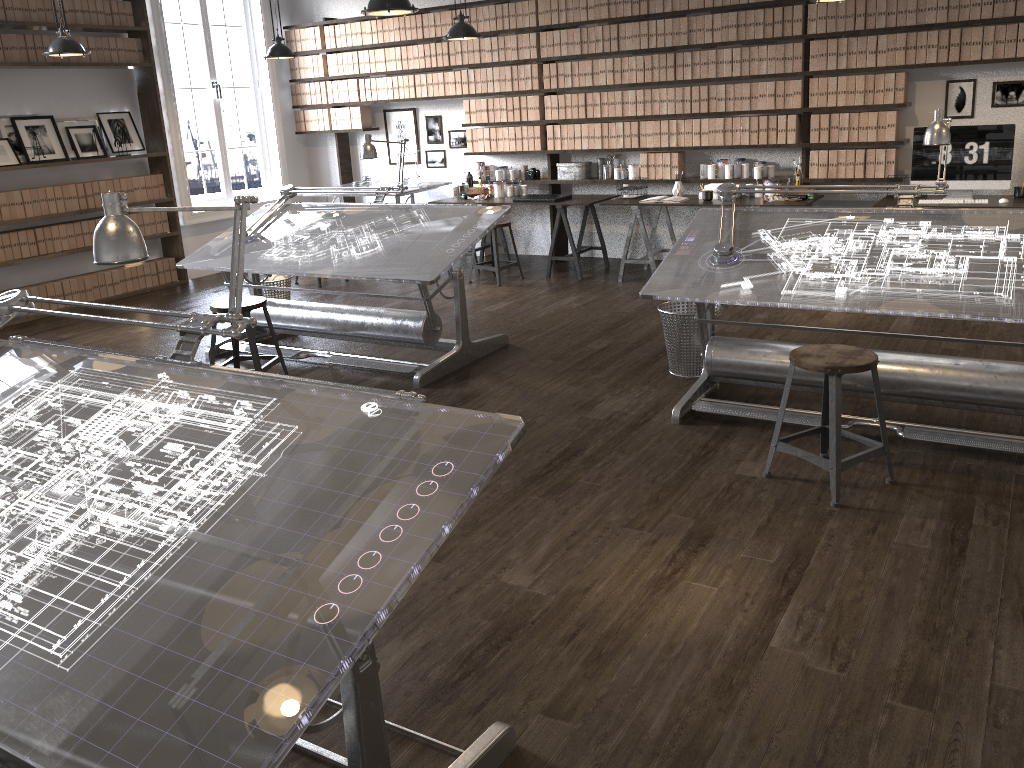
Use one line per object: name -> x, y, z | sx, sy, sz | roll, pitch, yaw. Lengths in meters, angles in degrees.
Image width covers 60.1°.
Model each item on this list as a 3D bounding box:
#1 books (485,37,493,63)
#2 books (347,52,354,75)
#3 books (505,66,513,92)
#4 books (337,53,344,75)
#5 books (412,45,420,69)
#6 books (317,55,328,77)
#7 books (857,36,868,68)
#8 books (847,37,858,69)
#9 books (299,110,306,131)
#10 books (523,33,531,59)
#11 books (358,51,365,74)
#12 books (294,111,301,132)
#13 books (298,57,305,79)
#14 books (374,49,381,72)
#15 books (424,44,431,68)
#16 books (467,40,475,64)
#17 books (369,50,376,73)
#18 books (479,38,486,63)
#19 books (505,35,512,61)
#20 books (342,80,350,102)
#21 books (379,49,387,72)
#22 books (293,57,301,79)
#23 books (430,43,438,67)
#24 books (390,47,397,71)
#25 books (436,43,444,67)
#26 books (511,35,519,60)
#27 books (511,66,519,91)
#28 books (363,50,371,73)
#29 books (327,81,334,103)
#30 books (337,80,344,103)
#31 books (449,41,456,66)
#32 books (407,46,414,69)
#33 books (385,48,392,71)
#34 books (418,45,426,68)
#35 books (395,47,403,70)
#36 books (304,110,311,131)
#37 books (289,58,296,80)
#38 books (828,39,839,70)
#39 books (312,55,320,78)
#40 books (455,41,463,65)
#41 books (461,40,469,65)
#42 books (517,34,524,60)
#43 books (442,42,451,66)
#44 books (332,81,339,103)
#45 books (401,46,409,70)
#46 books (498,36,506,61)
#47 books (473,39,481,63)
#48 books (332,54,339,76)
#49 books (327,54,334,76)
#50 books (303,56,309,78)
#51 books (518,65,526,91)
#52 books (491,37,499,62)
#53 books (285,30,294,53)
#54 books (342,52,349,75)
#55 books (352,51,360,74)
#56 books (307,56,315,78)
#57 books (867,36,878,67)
books -> -0.175, -3.134, 8.325 | 0.067, 0.222, 0.176 | 6, 18, 30
books -> -1.618, -3.321, 9.182 | 0.067, 0.222, 0.176 | 6, 18, 30
books -> 0.012, -2.857, 8.290 | 0.067, 0.223, 0.176 | 6, 18, 30
books -> -1.731, -3.333, 9.242 | 0.067, 0.223, 0.176 | 6, 18, 30
books -> -0.898, -3.227, 8.753 | 0.067, 0.223, 0.176 | 6, 18, 30
books -> -1.969, -3.371, 9.388 | 0.067, 0.223, 0.176 | 6, 18, 30
books -> 2.673, -2.516, 6.722 | 0.067, 0.223, 0.176 | 6, 18, 30
books -> 2.614, -2.524, 6.759 | 0.067, 0.223, 0.176 | 6, 18, 30
books -> -2.239, -2.884, 9.702 | 0.067, 0.223, 0.176 | 6, 18, 30
books -> 0.179, -3.089, 8.117 | 0.067, 0.222, 0.176 | 6, 18, 30
books -> -1.490, -3.305, 9.107 | 0.067, 0.223, 0.176 | 6, 18, 30
books -> -2.301, -2.894, 9.745 | 0.067, 0.223, 0.176 | 6, 18, 30
books -> -2.200, -3.400, 9.521 | 0.067, 0.222, 0.176 | 6, 18, 30
books -> -1.307, -3.281, 8.998 | 0.067, 0.223, 0.176 | 6, 18, 30
books -> -0.775, -3.210, 8.677 | 0.067, 0.223, 0.176 | 6, 18, 30
books -> -0.342, -3.157, 8.428 | 0.067, 0.223, 0.176 | 6, 18, 30
books -> -1.368, -3.289, 9.034 | 0.067, 0.223, 0.176 | 6, 18, 30
books -> -0.228, -3.142, 8.359 | 0.067, 0.222, 0.176 | 6, 18, 30
books -> 0.010, -3.112, 8.221 | 0.067, 0.223, 0.176 | 6, 18, 30
books -> -1.690, -3.077, 9.302 | 0.067, 0.223, 0.176 | 6, 18, 30
books -> -1.253, -3.272, 8.959 | 0.067, 0.223, 0.176 | 6, 18, 30
books -> -2.263, -3.408, 9.557 | 0.067, 0.223, 0.176 | 6, 18, 30
books -> -0.719, -3.205, 8.648 | 0.067, 0.222, 0.176 | 6, 18, 30
books -> -1.140, -3.258, 8.896 | 0.067, 0.222, 0.176 | 6, 18, 30
books -> -0.652, -3.197, 8.612 | 0.067, 0.222, 0.176 | 6, 18, 30
books -> 0.066, -3.102, 8.180 | 0.067, 0.223, 0.176 | 6, 18, 30
books -> 0.073, -2.851, 8.260 | 0.067, 0.223, 0.176 | 6, 18, 30
books -> -1.431, -3.295, 9.067 | 0.067, 0.223, 0.176 | 6, 18, 30
books -> -1.875, -3.099, 9.405 | 0.067, 0.223, 0.176 | 6, 18, 30
books -> -1.749, -3.085, 9.339 | 0.067, 0.223, 0.176 | 6, 18, 30
books -> -0.525, -3.181, 8.536 | 0.067, 0.223, 0.176 | 6, 18, 30
books -> -0.956, -3.236, 8.792 | 0.067, 0.223, 0.176 | 6, 18, 30
books -> -1.193, -3.266, 8.929 | 0.067, 0.222, 0.176 | 6, 18, 30
books -> -0.837, -3.218, 8.713 | 0.067, 0.223, 0.176 | 6, 18, 30
books -> -1.079, -3.250, 8.858 | 0.067, 0.223, 0.176 | 6, 18, 30
books -> -2.173, -2.878, 9.669 | 0.067, 0.222, 0.176 | 6, 18, 30
books -> -2.321, -3.416, 9.595 | 0.067, 0.223, 0.176 | 6, 18, 30
books -> 2.488, -2.538, 6.825 | 0.067, 0.223, 0.176 | 6, 18, 30
books -> -2.030, -3.379, 9.424 | 0.067, 0.223, 0.176 | 6, 18, 30
books -> -0.466, -3.171, 8.496 | 0.067, 0.223, 0.176 | 6, 18, 30
books -> -0.403, -3.165, 8.464 | 0.067, 0.223, 0.176 | 6, 18, 30
books -> 0.126, -3.097, 8.150 | 0.067, 0.222, 0.176 | 6, 18, 30
books -> -0.592, -3.187, 8.570 | 0.067, 0.223, 0.176 | 6, 18, 30
books -> -1.811, -3.092, 9.371 | 0.067, 0.223, 0.176 | 6, 18, 30
books -> -1.016, -3.243, 8.825 | 0.067, 0.223, 0.176 | 6, 18, 30
books -> -0.051, -3.119, 8.255 | 0.067, 0.223, 0.176 | 6, 18, 30
books -> -0.287, -3.148, 8.389 | 0.067, 0.223, 0.176 | 6, 18, 30
books -> -1.794, -3.341, 9.279 | 0.067, 0.223, 0.176 | 6, 18, 30
books -> -1.854, -3.350, 9.318 | 0.067, 0.223, 0.176 | 6, 18, 30
books -> -2.145, -3.394, 9.491 | 0.067, 0.222, 0.176 | 6, 18, 30
books -> 0.133, -2.843, 8.224 | 0.067, 0.223, 0.176 | 6, 18, 30
books -> -0.114, -3.126, 8.287 | 0.067, 0.223, 0.176 | 6, 18, 30
books -> -2.348, -3.679, 9.525 | 0.067, 0.223, 0.176 | 6, 18, 30
books -> -1.675, -3.328, 9.214 | 0.067, 0.222, 0.176 | 6, 18, 30
books -> -1.557, -3.311, 9.140 | 0.067, 0.223, 0.176 | 6, 18, 30
books -> -2.090, -3.385, 9.453 | 0.067, 0.223, 0.176 | 6, 18, 30
books -> 2.731, -2.507, 6.683 | 0.067, 0.223, 0.176 | 6, 18, 30
